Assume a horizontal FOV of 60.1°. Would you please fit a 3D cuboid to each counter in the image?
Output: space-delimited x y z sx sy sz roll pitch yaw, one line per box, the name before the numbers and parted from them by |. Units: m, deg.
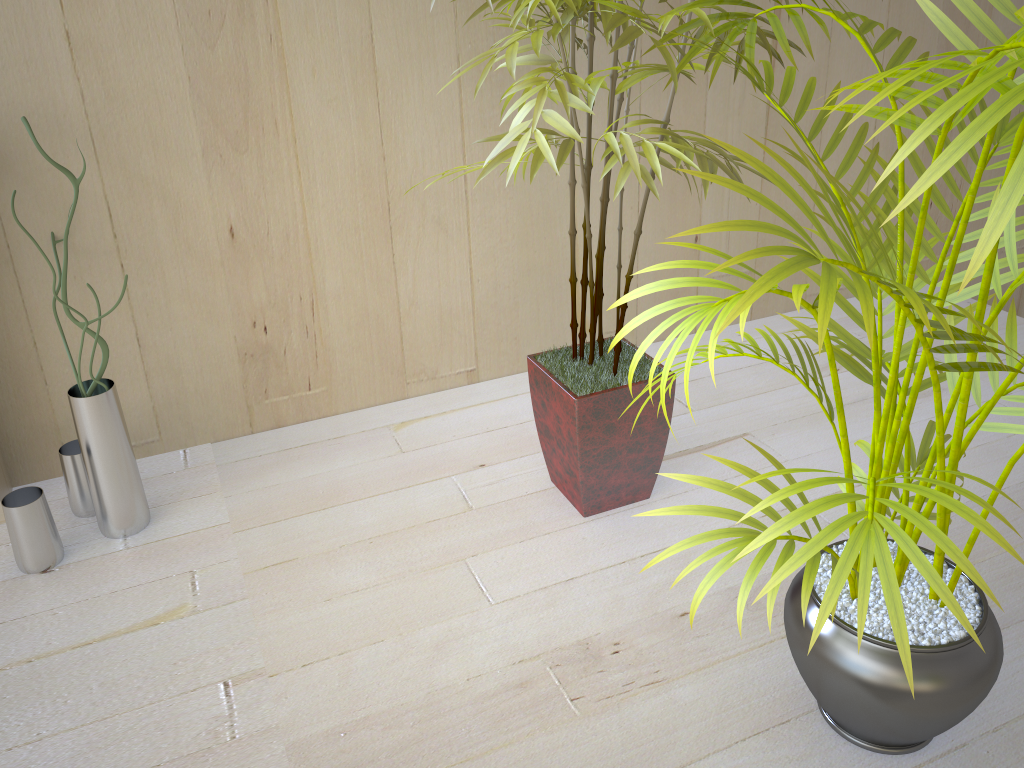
counter | -1.479 0.102 1.219 1.210 0.773 0.560 -13 26 -21

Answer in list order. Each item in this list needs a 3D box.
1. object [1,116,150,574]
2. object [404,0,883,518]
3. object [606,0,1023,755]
object | -0.848 -0.086 1.584 0.276 0.733 0.412 -18 29 -31
object | 0.123 -0.604 1.426 0.935 1.718 0.804 -1 24 2
object | 0.471 -0.058 0.919 0.751 1.132 0.936 2 25 10
